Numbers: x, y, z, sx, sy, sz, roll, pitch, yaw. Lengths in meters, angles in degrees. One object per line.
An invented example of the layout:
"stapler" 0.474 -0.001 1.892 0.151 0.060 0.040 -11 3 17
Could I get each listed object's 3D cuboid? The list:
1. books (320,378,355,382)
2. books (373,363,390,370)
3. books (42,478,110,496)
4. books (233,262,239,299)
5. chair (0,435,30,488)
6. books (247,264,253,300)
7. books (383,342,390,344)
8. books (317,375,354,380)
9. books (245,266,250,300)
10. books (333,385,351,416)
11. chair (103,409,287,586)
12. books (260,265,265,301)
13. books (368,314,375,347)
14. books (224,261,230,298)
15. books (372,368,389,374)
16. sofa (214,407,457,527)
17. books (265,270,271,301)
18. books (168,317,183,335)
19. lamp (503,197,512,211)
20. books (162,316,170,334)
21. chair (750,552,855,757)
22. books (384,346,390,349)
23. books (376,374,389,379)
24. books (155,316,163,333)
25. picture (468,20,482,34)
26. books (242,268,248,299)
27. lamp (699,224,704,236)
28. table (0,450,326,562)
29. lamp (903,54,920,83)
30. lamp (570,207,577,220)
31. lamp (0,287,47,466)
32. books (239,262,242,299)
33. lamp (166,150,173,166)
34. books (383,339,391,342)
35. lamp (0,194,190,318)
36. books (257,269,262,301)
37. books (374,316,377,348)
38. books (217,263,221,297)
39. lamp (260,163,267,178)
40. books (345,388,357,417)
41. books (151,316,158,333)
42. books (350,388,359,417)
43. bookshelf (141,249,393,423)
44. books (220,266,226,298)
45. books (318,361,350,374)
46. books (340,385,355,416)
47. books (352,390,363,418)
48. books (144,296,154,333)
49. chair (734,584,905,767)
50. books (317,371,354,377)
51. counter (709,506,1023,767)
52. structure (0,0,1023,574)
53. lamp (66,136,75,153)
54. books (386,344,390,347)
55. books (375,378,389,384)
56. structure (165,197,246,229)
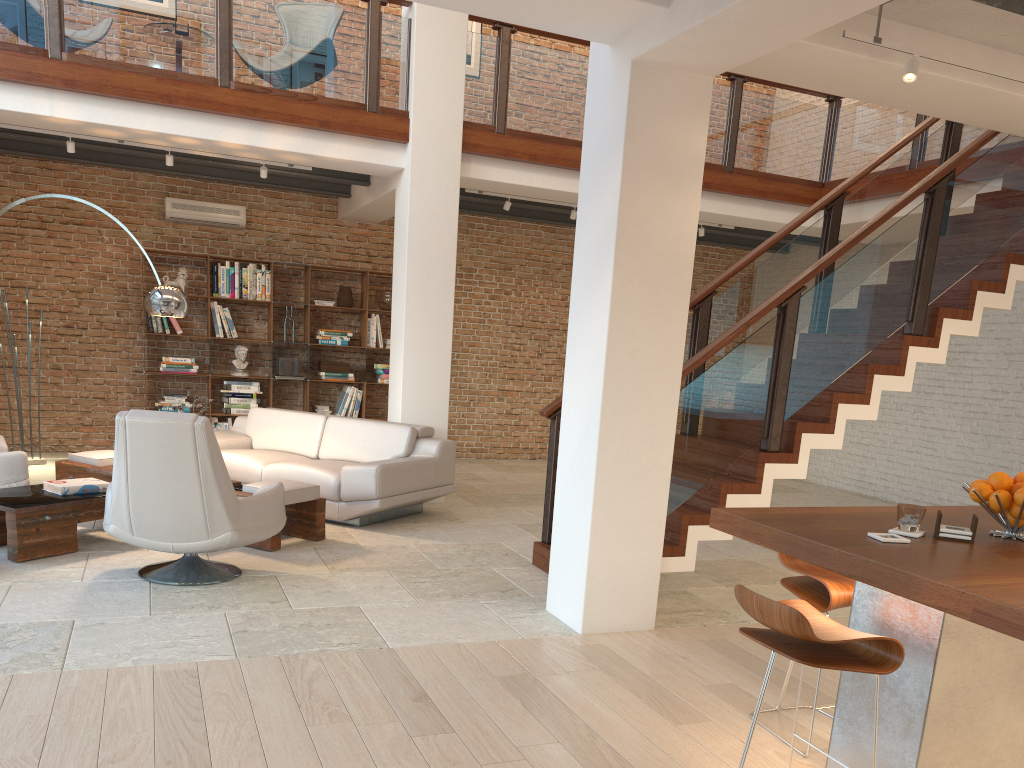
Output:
"books" -2.052 -0.049 10.225 0.356 0.021 0.265 3 3 -24
"books" -1.492 -0.206 10.419 0.327 0.057 0.248 3 3 -13
"books" -2.826 0.665 5.669 0.251 0.058 0.323 6 3 38
"books" -3.027 -1.130 9.559 0.036 0.394 0.236 -1 11 -23
"chair" -3.949 0.449 5.998 0.978 1.027 1.003 -2 10 -38
"books" -2.896 -1.124 9.638 0.036 0.394 0.236 -1 11 -23
"books" -1.421 -0.484 10.360 0.171 0.019 0.230 3 3 -20
"books" -2.068 -0.080 10.226 0.379 0.037 0.238 3 3 -27
"books" -2.919 -1.111 9.618 0.021 0.369 0.264 -1 10 -23
"books" -2.011 0.201 10.315 0.163 0.383 0.236 -1 11 -22
"chair" -1.872 0.631 4.989 1.028 1.045 0.944 3 8 -6
"books" -2.770 -1.117 9.676 0.036 0.394 0.236 -1 11 -23
"books" -1.660 -0.627 10.228 0.036 0.394 0.236 -1 11 -23
"books" -3.116 -1.135 9.529 0.036 0.394 0.236 -1 11 -23
"books" -1.480 -0.149 10.438 0.327 0.057 0.248 3 3 -23
"sofa" -1.744 0.660 7.473 2.306 0.778 1.126 6 6 27
"books" -2.732 -1.088 9.715 0.055 0.339 0.247 -1 10 -23
"books" -3.674 -0.700 9.437 0.195 0.328 0.247 0 10 -22
"lamp" -0.045 -1.749 8.508 0.085 0.133 0.058 11 13 36
"books" -3.748 -0.734 9.374 0.121 0.392 0.236 -1 11 -22
"chair" 1.245 1.022 3.467 0.405 0.797 0.409 0 11 -22
"books" -1.428 -0.431 10.381 0.171 0.019 0.230 3 3 -15
"books" -1.438 -0.090 10.458 0.326 0.057 0.249 3 3 -27
"books" -3.813 -0.715 9.387 0.102 0.343 0.247 -1 10 -22
"picture" -0.769 -4.205 9.937 0.913 1.231 0.026 0 13 -22
"books" -2.950 -1.098 9.593 0.055 0.339 0.247 -1 10 -23
"lamp" 2.035 -1.642 9.360 0.059 0.132 0.085 9 11 27
"table" -2.681 0.821 6.057 2.182 0.441 1.943 5 3 28
"lamp" 1.818 -1.435 3.967 0.059 0.132 0.085 9 11 27
"lamp" 0.622 -1.715 8.786 0.061 0.132 0.083 0 10 -20
"lamp" -4.739 -0.121 8.419 0.196 1.873 0.411 13 15 37
"books" -2.997 -1.129 9.583 0.036 0.394 0.236 -1 11 -23
"lamp" -2.884 -1.894 7.342 0.061 0.132 0.083 0 10 -20
"books" -1.425 -0.510 10.347 0.132 0.035 0.201 2 3 -33
"lamp" -3.424 -0.234 6.783 2.023 2.420 0.309 6 12 13
"books" -2.814 -1.092 9.659 0.055 0.339 0.247 -1 10 -23
"books" -1.638 -0.612 10.251 0.021 0.369 0.264 -1 10 -23
"books" -3.201 -1.126 9.511 0.021 0.369 0.264 -1 10 -23
"lamp" -2.176 -1.865 7.643 0.061 0.119 0.092 1 9 -16
"books" -1.919 0.215 10.341 0.098 0.365 0.264 -1 10 -23
"books" -3.852 -0.742 9.344 0.091 0.395 0.236 -1 11 -22
"books" -1.903 0.217 10.358 0.098 0.365 0.264 -1 10 -23
"bookshelf" -2.555 -0.229 9.957 3.035 2.264 0.353 1 12 -22
"books" -3.160 -1.109 9.513 0.055 0.339 0.247 -1 10 -23
"books" -2.075 -0.195 10.168 0.335 0.122 0.207 2 5 -22
"books" -1.963 0.204 10.310 0.161 0.383 0.236 -1 11 -22
"books" -1.857 0.228 10.363 0.116 0.343 0.247 -1 10 -22
"books" -3.883 -0.743 9.323 0.091 0.395 0.236 -1 11 -22
"chair" 0.886 1.027 2.752 0.422 0.797 0.392 0 11 -22
"books" -2.066 -0.115 10.182 0.380 0.037 0.238 3 3 -24
"counter" 1.942 1.033 2.472 1.687 0.944 2.434 2 4 -23
"structure" 1.279 -0.740 4.254 10.161 4.252 13.510 2 4 -23
"lamp" -3.572 -1.934 7.058 0.061 0.124 0.083 0 10 -20
"books" -1.428 -0.457 10.359 0.132 0.035 0.200 3 3 -13
"books" -1.465 -0.035 10.460 0.327 0.057 0.248 3 3 -20
"structure" -3.304 -1.840 9.409 0.813 0.225 0.194 3 8 -22
